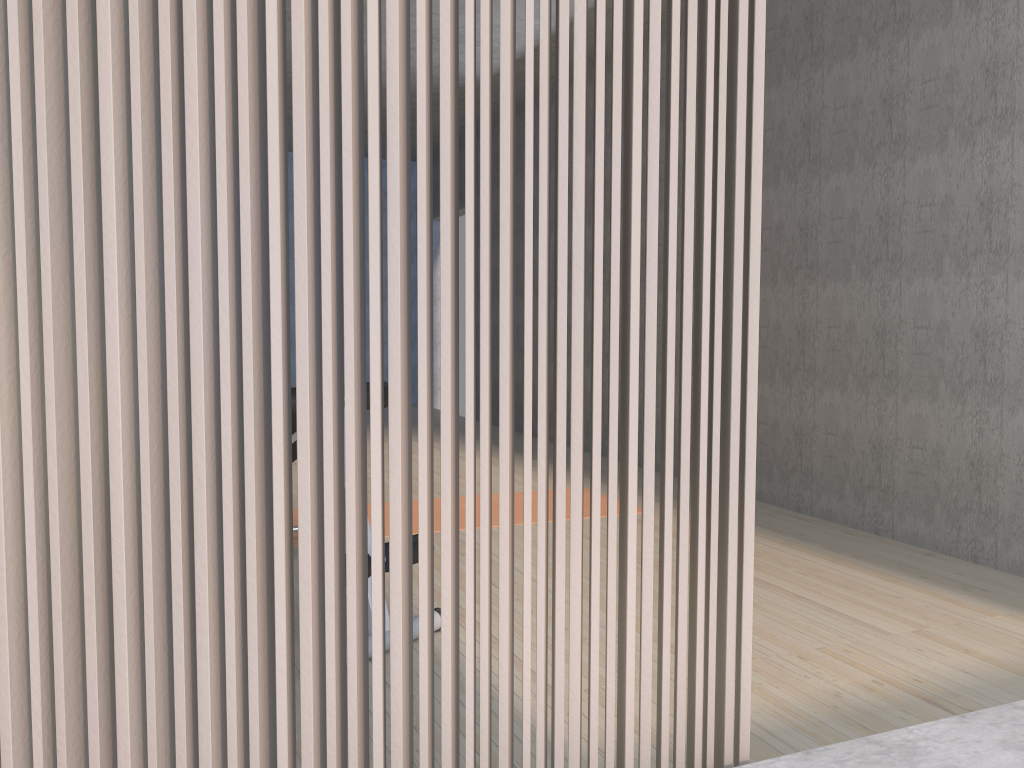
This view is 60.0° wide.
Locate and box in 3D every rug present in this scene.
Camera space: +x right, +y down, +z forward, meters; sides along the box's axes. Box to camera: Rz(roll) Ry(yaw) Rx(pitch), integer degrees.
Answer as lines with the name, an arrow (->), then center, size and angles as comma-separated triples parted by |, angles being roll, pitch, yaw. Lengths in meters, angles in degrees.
rug -> -0.737, 0.641, 4.167 | 2.779, 0.002, 0.716 | -1, 4, -23

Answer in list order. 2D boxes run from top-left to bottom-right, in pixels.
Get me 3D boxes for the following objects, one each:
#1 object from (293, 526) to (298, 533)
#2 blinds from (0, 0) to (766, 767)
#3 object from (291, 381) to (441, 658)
object -> -0.891, 0.594, 3.624 | 0.385, 0.176, 0.176 | -2, 5, -31
blinds -> -0.133, -0.524, 1.114 | 1.133, 2.744, 0.069 | -1, 4, -23
object -> -0.866, 0.356, 2.837 | 1.312, 0.746, 0.505 | 3, 5, 36
